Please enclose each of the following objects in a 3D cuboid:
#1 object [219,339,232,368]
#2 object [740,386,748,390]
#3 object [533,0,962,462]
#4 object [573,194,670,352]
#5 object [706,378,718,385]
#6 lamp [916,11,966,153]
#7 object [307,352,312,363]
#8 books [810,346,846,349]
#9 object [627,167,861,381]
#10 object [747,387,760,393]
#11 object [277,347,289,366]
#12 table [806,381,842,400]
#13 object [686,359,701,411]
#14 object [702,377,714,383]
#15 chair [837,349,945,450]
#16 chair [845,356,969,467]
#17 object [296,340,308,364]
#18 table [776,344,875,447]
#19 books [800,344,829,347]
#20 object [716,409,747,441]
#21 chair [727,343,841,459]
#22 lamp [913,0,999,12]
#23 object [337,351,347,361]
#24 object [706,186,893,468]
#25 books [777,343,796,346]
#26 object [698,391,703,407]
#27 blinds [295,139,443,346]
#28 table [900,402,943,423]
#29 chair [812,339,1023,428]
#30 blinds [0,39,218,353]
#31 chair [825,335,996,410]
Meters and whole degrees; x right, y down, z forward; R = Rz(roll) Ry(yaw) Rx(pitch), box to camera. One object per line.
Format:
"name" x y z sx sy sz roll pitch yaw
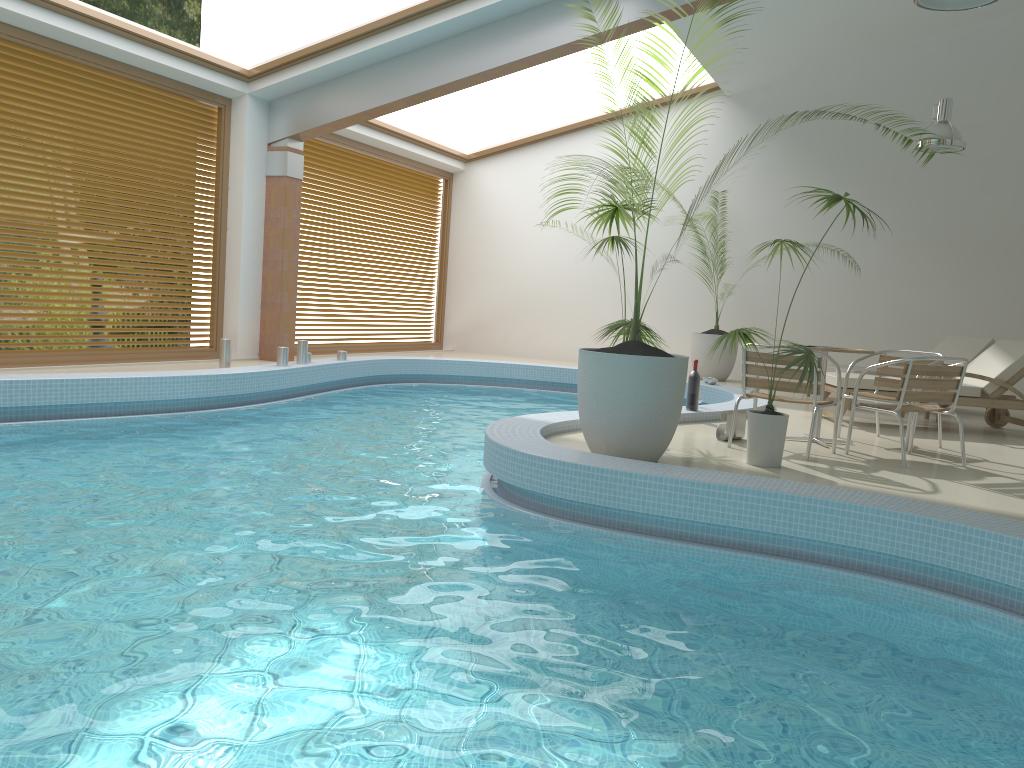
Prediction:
"object" -2.966 -0.304 9.176 0.115 0.320 0.115 2 5 -17
"object" 2.850 0.065 10.822 0.140 0.069 0.140 3 5 -7
"object" 0.842 -1.036 5.449 2.979 2.960 2.729 9 7 41
"object" 0.751 -0.478 6.287 0.791 1.695 1.059 5 5 11
"object" 2.397 -0.028 10.626 0.140 0.069 0.140 3 5 -7
"lamp" 4.841 -3.591 9.795 0.506 1.958 0.505 6 6 24
"object" -2.291 -0.295 9.869 0.115 0.107 0.115 2 5 -17
"books" 2.335 -0.270 6.564 0.241 0.004 0.166 1 6 -24
"object" 3.030 -1.513 12.243 2.979 2.960 2.729 3 5 -11
"object" 2.658 0.070 9.752 0.140 0.069 0.140 3 5 -7
"object" -2.381 -0.285 9.207 0.115 0.194 0.115 1 6 -25
"table" 3.774 0.044 10.706 0.283 0.255 0.320 3 5 -13
"object" 1.560 0.007 7.604 0.109 0.435 0.109 1 6 -31
"object" 2.389 -0.045 10.809 0.140 0.069 0.140 3 5 -7
"chair" 2.972 0.095 6.916 0.563 0.727 0.618 0 6 -33
"chair" 2.721 0.155 6.079 0.618 0.727 0.563 2 6 -23
"object" -2.275 -0.346 9.624 0.115 0.254 0.115 1 6 -25
"table" 2.322 0.082 6.688 0.700 0.720 0.700 9 7 43
"books" 2.239 -0.285 6.607 0.241 0.004 0.166 1 6 -24
"object" 1.616 0.298 6.530 0.081 0.223 0.272 9 7 44
"chair" 1.903 0.092 6.156 0.618 0.727 0.563 8 7 36
"lamp" 2.773 -3.317 5.293 0.506 1.958 0.505 6 6 24
"object" -2.017 -0.337 10.521 0.115 0.107 0.115 2 5 -17
"object" 1.708 -0.334 5.425 0.791 1.695 1.059 1 6 -30
"books" 2.133 -0.292 6.655 0.241 0.004 0.166 1 6 -24
"object" 1.655 0.135 7.931 0.102 0.137 0.102 7 6 33
"blinds" -2.237 -1.967 13.360 0.095 2.921 4.414 6 6 24
"table" 4.108 0.233 8.902 0.283 0.255 0.320 4 5 3
"chair" 3.892 -0.027 8.230 1.903 0.866 0.861 4 5 3
"blinds" -4.400 -1.680 8.652 0.095 2.921 4.200 6 6 24
"chair" 4.448 -0.146 9.925 1.903 0.866 0.861 3 5 -13
